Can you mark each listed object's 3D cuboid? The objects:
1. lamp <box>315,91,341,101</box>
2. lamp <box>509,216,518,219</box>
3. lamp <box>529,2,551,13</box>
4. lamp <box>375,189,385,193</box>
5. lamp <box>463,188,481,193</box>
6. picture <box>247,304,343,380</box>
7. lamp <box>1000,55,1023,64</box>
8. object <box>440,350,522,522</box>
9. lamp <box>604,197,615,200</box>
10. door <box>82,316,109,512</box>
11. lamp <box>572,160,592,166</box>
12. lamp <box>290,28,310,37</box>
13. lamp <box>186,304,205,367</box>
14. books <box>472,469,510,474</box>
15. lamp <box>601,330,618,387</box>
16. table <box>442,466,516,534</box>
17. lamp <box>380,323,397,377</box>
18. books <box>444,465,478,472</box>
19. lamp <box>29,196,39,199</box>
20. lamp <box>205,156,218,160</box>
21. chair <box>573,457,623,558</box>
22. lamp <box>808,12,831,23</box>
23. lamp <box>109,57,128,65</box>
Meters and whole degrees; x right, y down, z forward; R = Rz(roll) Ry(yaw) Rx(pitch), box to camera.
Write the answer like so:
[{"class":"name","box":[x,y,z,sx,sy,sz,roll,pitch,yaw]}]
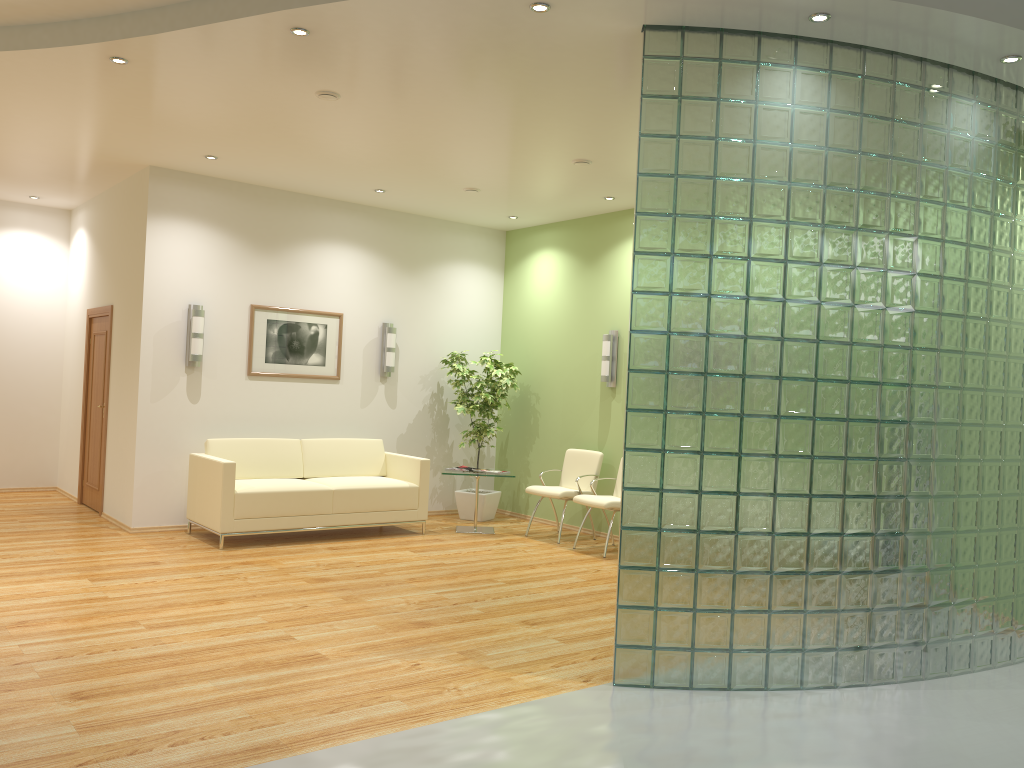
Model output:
[{"class":"lamp","box":[-1.214,-1.889,5.838,0.167,0.024,0.167,3,0,1]},{"class":"lamp","box":[0.013,-1.819,9.699,0.105,0.011,0.105,3,0,-12]},{"class":"lamp","box":[0.137,-1.837,4.332,0.105,0.011,0.105,3,0,-22]},{"class":"lamp","box":[-1.292,-1.886,8.679,0.105,0.011,0.105,3,0,-5]},{"class":"lamp","box":[-0.384,-1.837,8.456,0.167,0.024,0.167,3,0,13]},{"class":"picture","box":[-2.174,-0.411,8.979,1.000,0.700,0.025,3,0,-38]},{"class":"lamp","box":[2.640,-1.715,4.691,0.105,0.011,0.105,3,0,-10]},{"class":"object","box":[-0.371,0.560,9.861,0.943,1.900,0.668,3,0,-30]},{"class":"lamp","box":[0.935,-1.780,8.517,0.105,0.011,0.105,3,0,33]},{"class":"door","box":[-4.358,0.296,9.275,0.098,2.001,0.823,3,0,-38]},{"class":"lamp","box":[0.570,-1.797,7.233,0.167,0.024,0.167,3,0,13]},{"class":"lamp","box":[-1.144,-1.896,4.784,0.105,0.011,0.105,3,0,22]},{"class":"lamp","box":[-2.955,-0.452,8.294,0.134,0.580,0.142,3,0,-38]},{"class":"books","box":[-0.214,0.885,9.046,0.328,0.031,0.230,3,0,27]},{"class":"lamp","box":[0.986,-0.260,9.025,0.142,0.580,0.134,3,0,-38]},{"class":"table","box":[-0.362,1.201,9.133,0.736,0.614,0.736,3,0,-3]},{"class":"lamp","box":[-1.328,-0.368,9.567,0.134,0.580,0.142,3,0,-38]},{"class":"books","box":[-0.507,0.871,9.141,0.230,0.031,0.328,3,0,32]},{"class":"lamp","box":[-5.321,-2.074,9.878,0.105,0.011,0.105,3,0,19]},{"class":"lamp","box":[-2.597,-1.953,7.658,0.105,0.011,0.105,3,0,-5]},{"class":"chair","box":[0.969,1.128,8.319,0.650,0.881,0.536,3,0,-33]},{"class":"lamp","box":[1.490,-1.772,4.295,0.105,0.011,0.105,3,0,-21]},{"class":"lamp","box":[-2.377,-1.953,5.362,0.105,0.011,0.105,3,0,9]}]
